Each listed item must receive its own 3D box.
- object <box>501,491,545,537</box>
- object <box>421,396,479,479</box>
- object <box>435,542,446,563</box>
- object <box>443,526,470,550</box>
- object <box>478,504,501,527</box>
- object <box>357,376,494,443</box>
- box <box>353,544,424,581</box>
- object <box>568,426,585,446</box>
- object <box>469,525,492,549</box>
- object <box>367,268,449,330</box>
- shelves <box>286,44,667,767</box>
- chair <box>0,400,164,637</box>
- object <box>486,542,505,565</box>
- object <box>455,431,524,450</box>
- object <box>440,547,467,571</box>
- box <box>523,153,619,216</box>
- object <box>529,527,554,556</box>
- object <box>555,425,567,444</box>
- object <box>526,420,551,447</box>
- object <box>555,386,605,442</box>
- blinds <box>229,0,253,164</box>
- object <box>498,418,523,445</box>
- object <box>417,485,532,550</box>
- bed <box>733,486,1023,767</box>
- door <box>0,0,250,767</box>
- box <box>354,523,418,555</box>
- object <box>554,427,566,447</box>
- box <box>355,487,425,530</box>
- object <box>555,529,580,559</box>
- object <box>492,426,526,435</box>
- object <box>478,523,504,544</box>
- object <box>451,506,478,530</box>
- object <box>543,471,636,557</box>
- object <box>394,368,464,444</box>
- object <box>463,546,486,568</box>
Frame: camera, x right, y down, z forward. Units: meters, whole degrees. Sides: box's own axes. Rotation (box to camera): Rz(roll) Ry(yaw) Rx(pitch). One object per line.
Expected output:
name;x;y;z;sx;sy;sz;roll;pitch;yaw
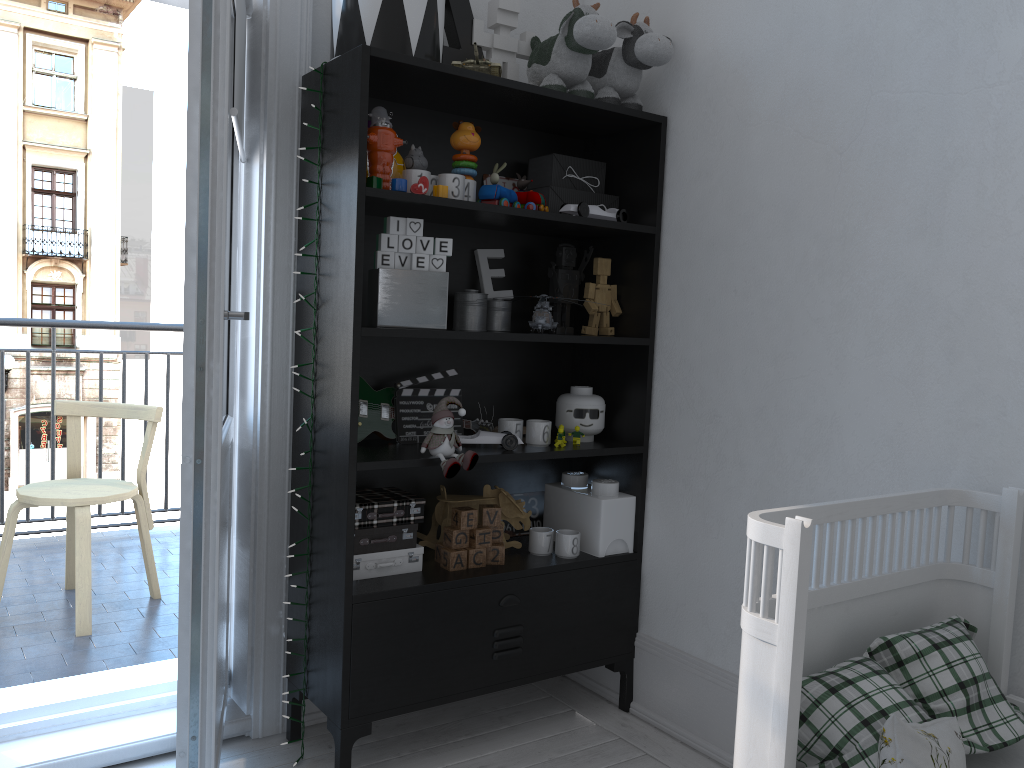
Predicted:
object;-0.031;0.390;2.611;0.347;0.120;0.034;0;5;-35
object;-0.145;0.125;2.108;0.129;0.186;0.110;6;6;42
object;-0.168;0.441;2.315;0.050;0.050;0.050;0;5;-35
object;-0.144;0.394;2.285;0.050;0.050;0.050;0;5;-35
object;-0.059;0.345;2.332;0.050;0.050;0.050;1;4;-15
object;-0.271;0.086;2.374;0.542;0.239;0.093;0;5;-34
box;-0.356;0.432;2.224;0.215;0.062;0.179;0;5;-35
object;0.177;0.141;2.432;0.042;0.054;0.031;3;4;10
object;-0.086;0.396;2.301;0.050;0.050;0.050;0;5;-35
object;-0.252;-0.203;2.134;0.170;0.138;0.124;1;4;-20
shelves;-0.080;0.094;2.357;0.911;1.678;0.353;0;5;-35
chair;-1.501;0.434;3.094;0.436;0.716;0.497;3;4;10
object;-0.046;0.445;2.334;0.050;0.050;0.050;2;4;-5
object;-0.085;0.143;2.295;0.230;0.048;0.098;2;4;-10
object;-0.149;0.446;2.262;0.050;0.050;0.050;0;5;-35
box;0.172;-0.542;2.522;0.251;0.189;0.179;0;5;-35
object;0.081;0.434;2.446;0.067;0.067;0.067;1;4;-21
object;0.135;0.139;2.439;0.042;0.054;0.031;0;5;-35
object;0.071;0.133;2.394;0.067;0.067;0.067;1;4;-21
object;0.196;0.087;2.539;0.139;0.162;0.139;5;5;30
blinds;-0.598;-0.734;1.972;0.032;0.391;0.565;1;4;-15
object;-0.004;0.129;2.398;0.067;0.067;0.067;1;4;-21
object;-0.103;0.369;2.449;0.337;0.186;0.111;1;4;-20
bed;0.992;0.657;1.029;0.670;0.833;1.403;0;5;-35
door;-1.098;-0.051;1.763;1.264;1.839;0.636;0;5;-33
box;-0.369;0.371;2.209;0.215;0.062;0.179;0;5;-35
object;0.131;0.143;2.372;0.031;0.054;0.042;4;4;15
box;-0.351;0.310;2.216;0.215;0.062;0.179;0;5;-35
object;0.152;0.439;2.430;0.067;0.067;0.067;1;4;-21
object;0.017;0.136;2.549;0.163;0.034;0.069;0;5;-35
object;-0.057;0.394;2.354;0.050;0.050;0.050;0;5;-35
object;-0.122;0.346;2.285;0.050;0.050;0.050;0;5;-35
object;0.221;0.367;2.569;0.132;0.199;0.267;0;5;-35
object;-0.222;0.057;2.373;0.201;0.199;0.048;0;5;-35
object;-0.101;0.445;2.296;0.050;0.050;0.050;0;5;-30
